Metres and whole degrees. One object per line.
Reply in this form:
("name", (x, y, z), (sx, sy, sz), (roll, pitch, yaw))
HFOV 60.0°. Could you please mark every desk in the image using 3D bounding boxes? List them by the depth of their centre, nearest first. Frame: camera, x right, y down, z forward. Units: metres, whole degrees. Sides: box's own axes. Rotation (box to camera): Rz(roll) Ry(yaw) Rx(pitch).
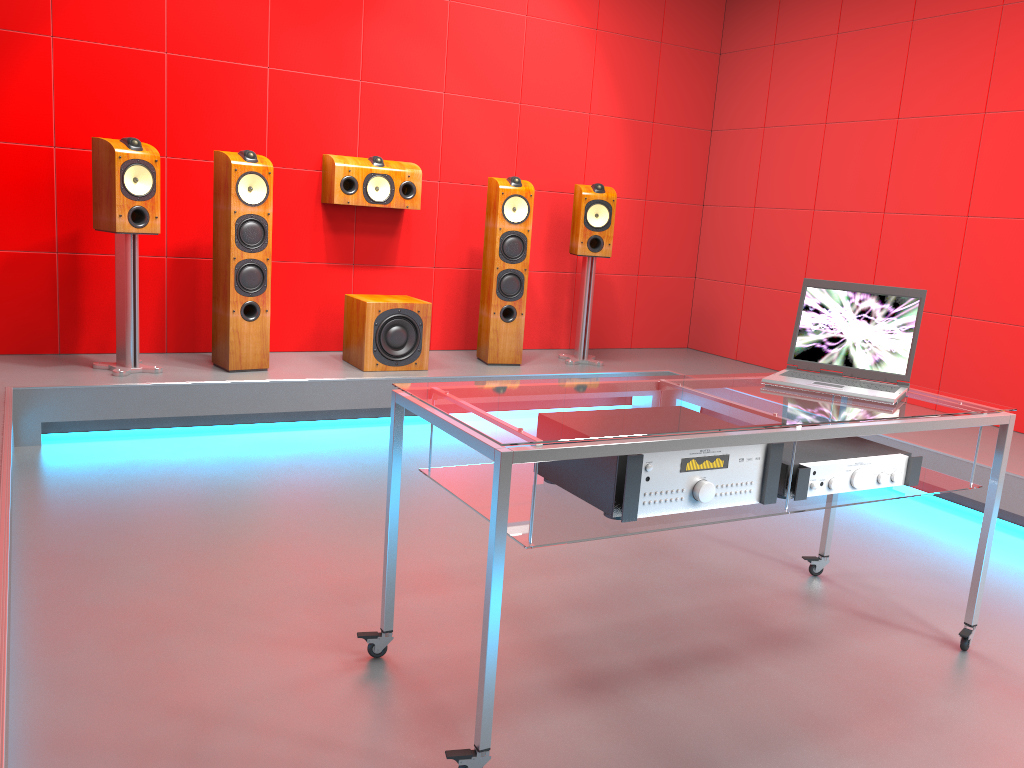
("desk", (0.481, 0.371, 2.264), (1.617, 0.690, 0.594), (-2, 12, -29))

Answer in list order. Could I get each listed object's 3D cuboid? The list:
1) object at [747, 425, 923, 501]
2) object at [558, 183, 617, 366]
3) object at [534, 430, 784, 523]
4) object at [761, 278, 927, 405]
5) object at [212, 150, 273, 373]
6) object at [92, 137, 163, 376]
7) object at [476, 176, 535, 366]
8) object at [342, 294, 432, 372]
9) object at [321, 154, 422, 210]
("object", (0.760, 0.199, 2.307), (0.435, 0.092, 0.365), (-2, 12, -29))
("object", (0.453, -0.654, 5.280), (0.231, 1.058, 0.265), (2, 11, -9))
("object", (0.333, 0.181, 2.061), (0.431, 0.158, 0.371), (-2, 12, -29))
("object", (0.916, -0.128, 2.439), (0.342, 0.285, 0.340), (11, 13, 30))
("object", (-1.311, -0.596, 4.310), (0.203, 1.052, 0.238), (-5, 14, -39))
("object", (-1.764, -0.584, 4.061), (0.265, 1.058, 0.231), (13, 14, 40))
("object", (-0.039, -0.640, 5.035), (0.203, 1.052, 0.238), (0, 11, -19))
("object", (-0.670, -0.277, 4.739), (0.360, 0.360, 0.360), (-2, 12, -29))
("object", (-0.767, -1.112, 4.869), (0.493, 0.271, 0.235), (-2, 12, -29))
